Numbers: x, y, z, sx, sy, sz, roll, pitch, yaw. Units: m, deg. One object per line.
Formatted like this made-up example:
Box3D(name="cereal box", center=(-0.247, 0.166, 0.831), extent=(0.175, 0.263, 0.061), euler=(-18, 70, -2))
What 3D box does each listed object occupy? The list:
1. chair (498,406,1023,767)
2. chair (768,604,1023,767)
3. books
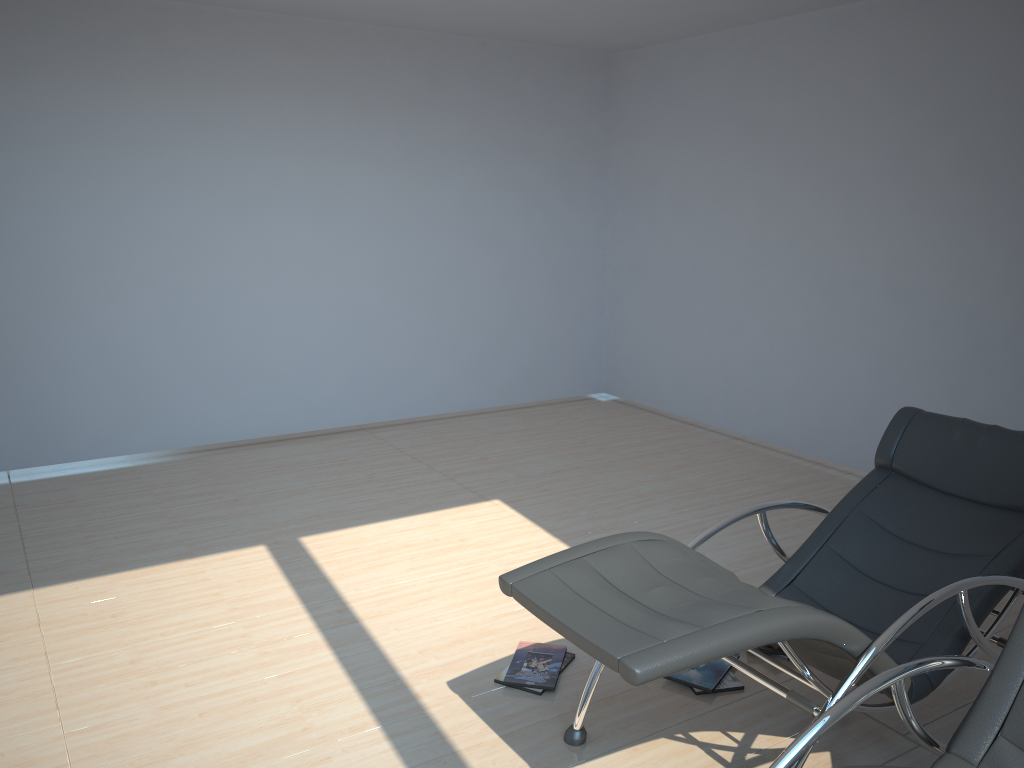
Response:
Box3D(name="chair", center=(1.011, 0.700, 2.868), extent=(2.114, 0.953, 0.836), euler=(-7, 14, -31))
Box3D(name="chair", center=(1.092, 0.778, 1.764), extent=(1.938, 1.251, 0.836), euler=(-7, 14, -31))
Box3D(name="books", center=(-0.232, 1.293, 1.761), extent=(1.045, 0.222, 4.790), euler=(6, 13, 25))
